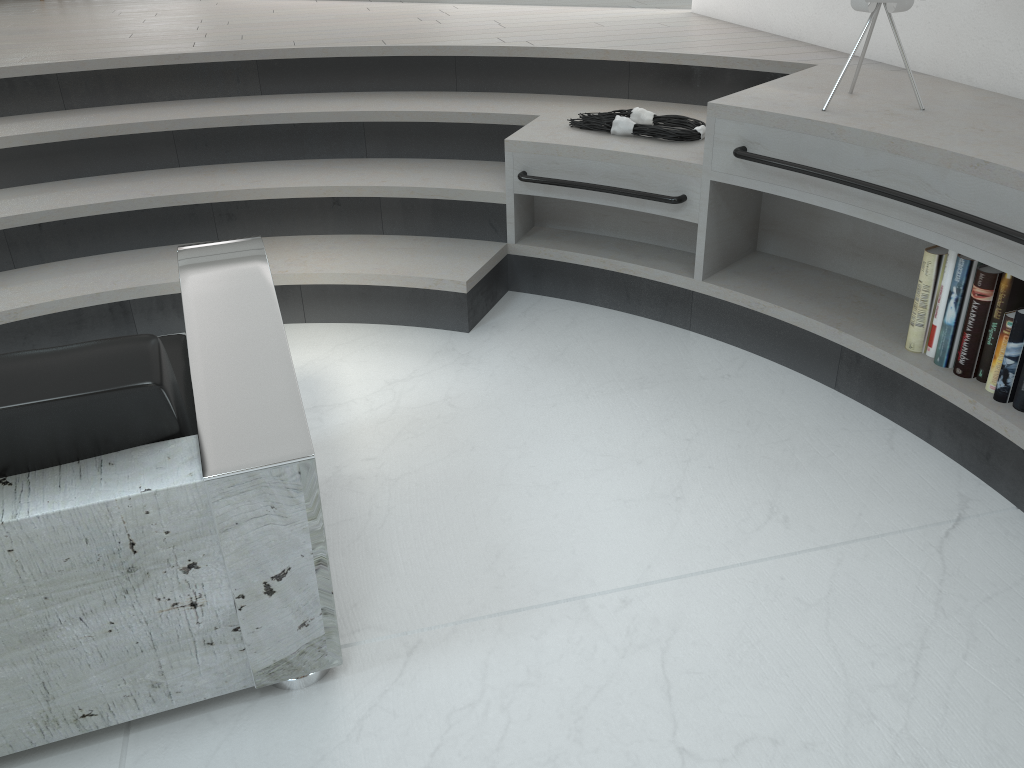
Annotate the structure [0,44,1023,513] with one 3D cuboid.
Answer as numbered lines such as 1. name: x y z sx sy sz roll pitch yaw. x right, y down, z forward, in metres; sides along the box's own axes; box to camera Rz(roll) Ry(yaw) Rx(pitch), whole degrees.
1. structure: -0.735 0.106 1.611 4.723 0.685 4.754 15 33 27

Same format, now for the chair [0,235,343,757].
1. chair: -0.775 0.161 1.502 0.824 0.710 0.749 -11 30 -17

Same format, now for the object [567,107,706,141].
1. object: 0.406 -0.838 2.864 0.475 0.081 0.219 20 36 33

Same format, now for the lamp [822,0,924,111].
1. lamp: 0.928 -0.968 2.224 0.306 0.518 0.308 -14 31 -22

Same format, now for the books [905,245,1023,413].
1. books: 1.233 -0.050 1.446 0.390 0.687 1.661 -3 29 -3
